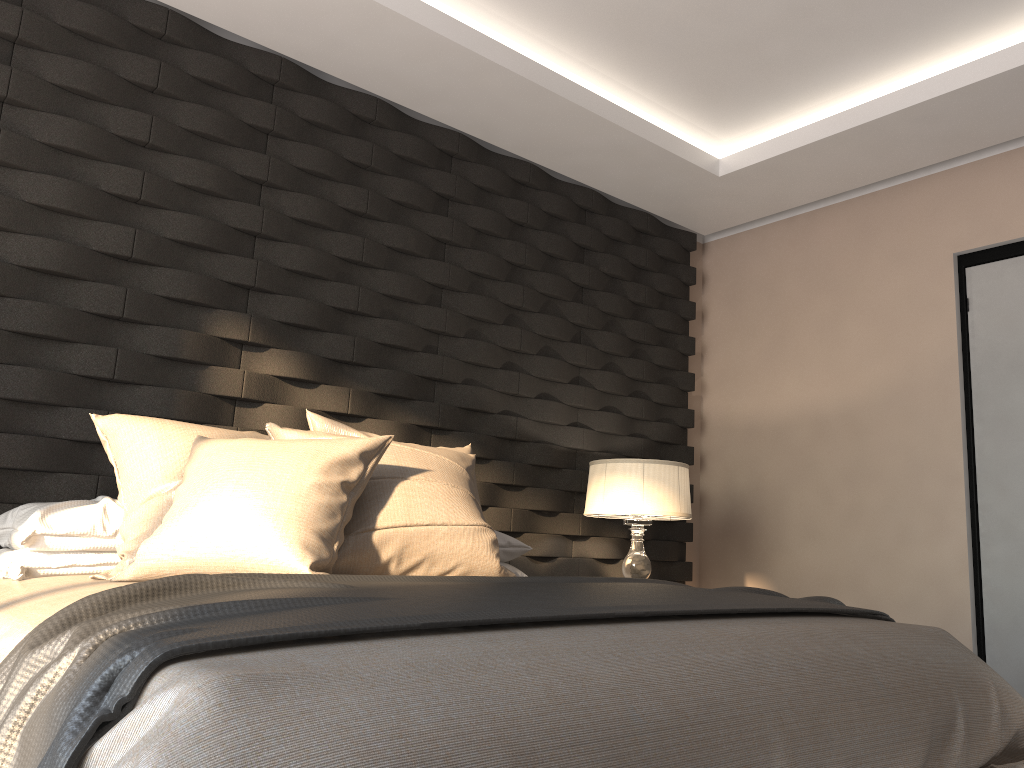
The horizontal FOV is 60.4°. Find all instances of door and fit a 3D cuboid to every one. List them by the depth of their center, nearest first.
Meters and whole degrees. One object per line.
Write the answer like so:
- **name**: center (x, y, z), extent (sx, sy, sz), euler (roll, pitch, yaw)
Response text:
- **door**: center (2.286, 0.391, 3.430), extent (0.162, 2.099, 0.946), euler (13, -15, -38)

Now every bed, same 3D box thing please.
- **bed**: center (-0.175, 0.796, 2.093), extent (2.410, 0.626, 2.170), euler (11, -14, -40)

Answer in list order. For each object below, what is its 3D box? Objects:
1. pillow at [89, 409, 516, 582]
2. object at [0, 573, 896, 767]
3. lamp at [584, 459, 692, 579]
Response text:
- **pillow**: center (-0.419, 0.289, 2.456), extent (1.322, 0.520, 0.852), euler (11, -14, -38)
- **object**: center (0.116, 0.569, 1.809), extent (2.158, 0.323, 0.586), euler (12, -14, -40)
- **lamp**: center (0.535, 0.658, 3.753), extent (0.457, 0.632, 0.473), euler (0, -12, 11)
